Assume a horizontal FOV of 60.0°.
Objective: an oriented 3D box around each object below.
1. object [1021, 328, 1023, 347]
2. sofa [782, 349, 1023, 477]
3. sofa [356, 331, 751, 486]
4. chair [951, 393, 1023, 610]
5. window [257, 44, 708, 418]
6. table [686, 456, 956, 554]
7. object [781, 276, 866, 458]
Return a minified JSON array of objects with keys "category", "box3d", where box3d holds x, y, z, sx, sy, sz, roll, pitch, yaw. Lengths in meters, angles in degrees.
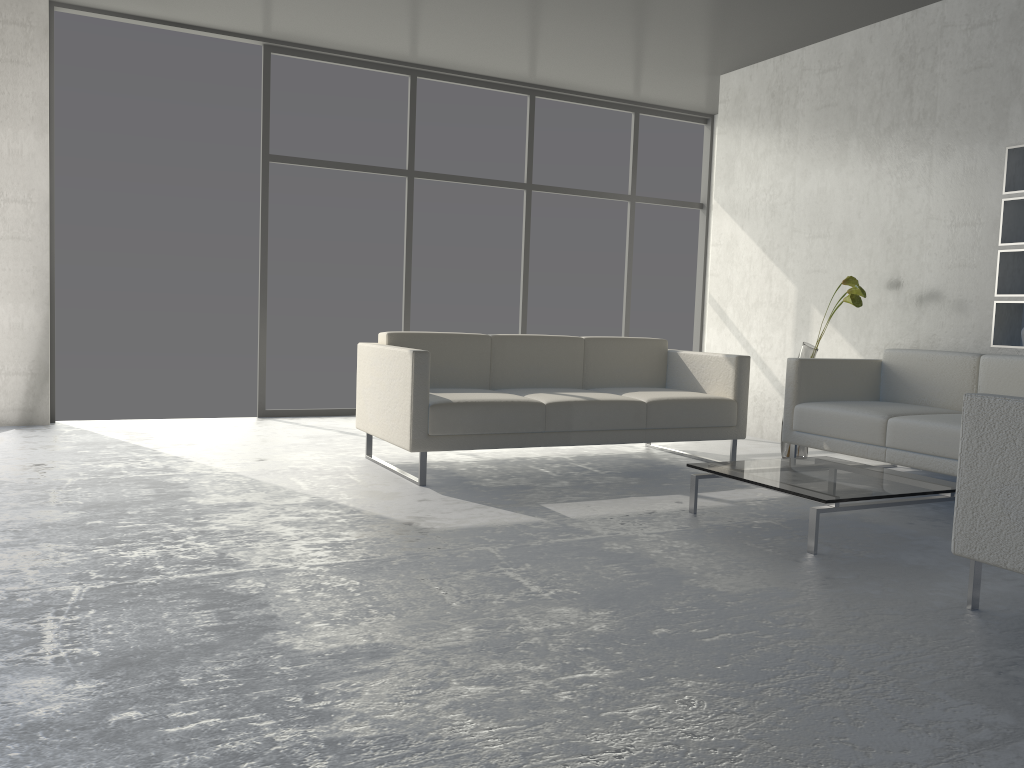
[{"category":"object","box3d":[2.566,-0.242,4.387,0.086,0.128,0.086,1,5,-16]},{"category":"sofa","box3d":[2.178,0.204,3.933,0.821,0.658,1.881,0,5,-27]},{"category":"sofa","box3d":[0.229,0.083,4.578,1.881,0.658,0.821,0,5,-27]},{"category":"chair","box3d":[1.700,0.318,2.210,0.748,0.662,0.821,0,5,-27]},{"category":"window","box3d":[0.131,-1.009,6.864,4.080,2.477,0.037,0,5,-27]},{"category":"table","box3d":[1.202,0.444,3.412,0.773,0.190,0.730,0,5,-27]},{"category":"object","box3d":[1.740,-0.080,4.894,0.387,1.051,0.400,2,4,1]}]
